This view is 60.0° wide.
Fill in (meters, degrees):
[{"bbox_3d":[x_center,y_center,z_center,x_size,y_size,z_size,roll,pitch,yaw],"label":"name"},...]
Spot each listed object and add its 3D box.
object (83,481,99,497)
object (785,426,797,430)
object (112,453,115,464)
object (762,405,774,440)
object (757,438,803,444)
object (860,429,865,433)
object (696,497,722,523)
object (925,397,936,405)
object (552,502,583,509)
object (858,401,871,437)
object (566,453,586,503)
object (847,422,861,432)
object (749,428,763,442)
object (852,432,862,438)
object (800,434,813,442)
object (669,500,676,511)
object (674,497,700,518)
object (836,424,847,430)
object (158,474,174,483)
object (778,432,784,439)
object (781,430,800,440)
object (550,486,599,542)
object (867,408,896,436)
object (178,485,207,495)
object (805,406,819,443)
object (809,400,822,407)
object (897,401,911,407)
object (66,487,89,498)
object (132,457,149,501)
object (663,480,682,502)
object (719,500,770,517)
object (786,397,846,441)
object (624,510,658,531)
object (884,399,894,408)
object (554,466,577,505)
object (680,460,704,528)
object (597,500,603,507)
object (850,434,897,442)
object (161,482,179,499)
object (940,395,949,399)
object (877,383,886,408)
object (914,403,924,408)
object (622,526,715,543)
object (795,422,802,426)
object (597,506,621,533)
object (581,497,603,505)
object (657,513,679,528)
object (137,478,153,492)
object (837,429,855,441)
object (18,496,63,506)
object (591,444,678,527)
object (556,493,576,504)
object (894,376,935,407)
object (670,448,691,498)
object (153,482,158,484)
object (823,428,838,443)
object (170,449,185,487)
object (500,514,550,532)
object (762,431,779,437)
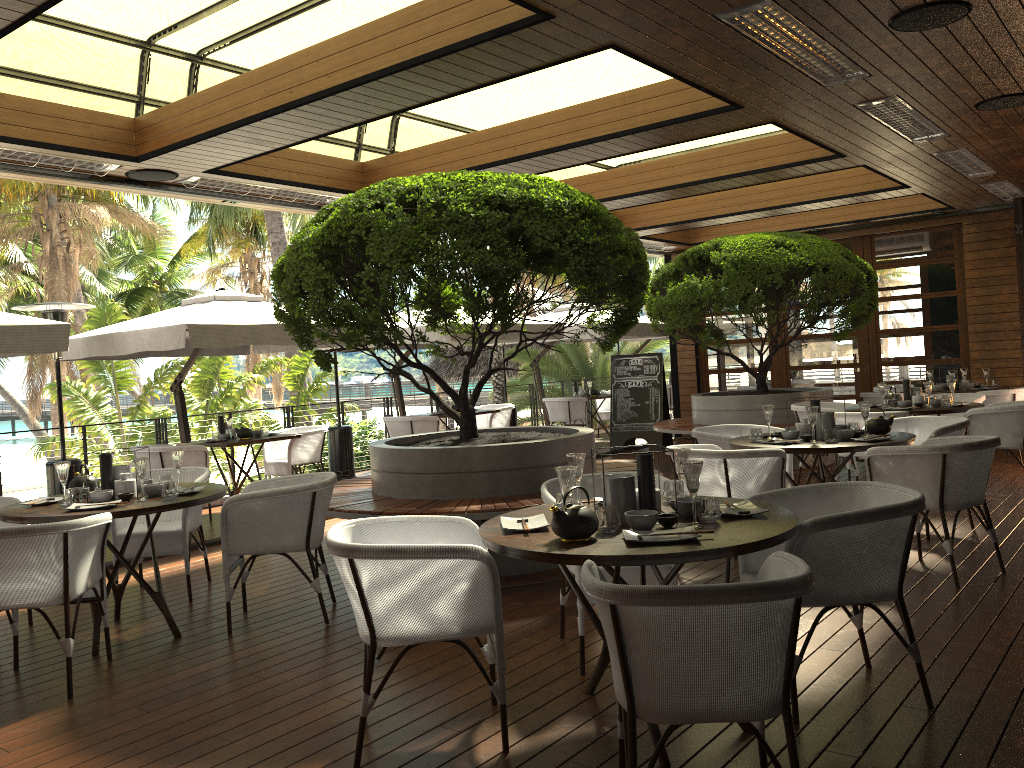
[{"bbox_3d":[-2.387,0.596,5.019,0.086,0.086,0.086,-4,1,-42],"label":"object"},{"bbox_3d":[1.913,0.325,6.012,0.116,0.065,0.116,-4,1,-8],"label":"object"},{"bbox_3d":[-2.347,0.517,5.156,0.082,0.227,0.082,-4,0,-17],"label":"object"},{"bbox_3d":[1.711,0.255,5.910,0.082,0.227,0.082,-4,0,-34],"label":"object"},{"bbox_3d":[1.718,0.366,5.623,0.170,0.025,0.294,-4,2,-30],"label":"object"},{"bbox_3d":[2.313,0.319,6.084,0.170,0.025,0.294,-4,2,-30],"label":"object"},{"bbox_3d":[0.705,0.452,3.179,0.086,0.086,0.086,-3,1,1],"label":"object"},{"bbox_3d":[3.868,0.156,8.216,0.116,0.065,0.116,-4,1,-28],"label":"object"},{"bbox_3d":[0.212,0.489,3.353,0.116,0.065,0.116,-3,1,17],"label":"object"},{"bbox_3d":[2.270,0.226,5.693,0.082,0.227,0.082,-4,0,-34],"label":"object"},{"bbox_3d":[0.265,0.396,3.579,0.082,0.227,0.082,-4,0,-9],"label":"object"},{"bbox_3d":[2.247,0.298,5.835,0.086,0.086,0.086,-3,1,15],"label":"object"},{"bbox_3d":[1.603,0.337,5.827,0.086,0.086,0.086,-3,1,15],"label":"object"},{"bbox_3d":[2.189,0.328,5.657,0.080,0.042,0.080,-4,1,-14],"label":"object"},{"bbox_3d":[1.881,0.346,5.657,0.080,0.042,0.080,-3,1,-1],"label":"object"},{"bbox_3d":[0.646,0.472,3.420,0.080,0.042,0.080,-4,1,-5],"label":"object"},{"bbox_3d":[0.664,0.462,3.301,0.116,0.065,0.116,-3,1,17],"label":"object"},{"bbox_3d":[2.207,0.309,5.942,0.116,0.065,0.116,-4,1,-31],"label":"object"},{"bbox_3d":[-2.014,0.570,5.162,0.086,0.086,0.086,-3,1,39],"label":"object"},{"bbox_3d":[1.822,0.344,5.935,0.080,0.042,0.080,-4,1,-36],"label":"object"},{"bbox_3d":[1.812,0.337,5.764,0.116,0.065,0.116,-4,1,-31],"label":"object"},{"bbox_3d":[0.210,0.439,3.022,0.168,0.179,0.163,-3,1,0],"label":"object"},{"bbox_3d":[2.382,0.245,5.772,0.163,0.179,0.168,-4,1,-32],"label":"object"},{"bbox_3d":[-1.817,0.594,4.950,0.170,0.025,0.295,-3,1,-1],"label":"object"},{"bbox_3d":[1.876,0.254,5.530,0.082,0.227,0.082,-4,0,-41],"label":"object"},{"bbox_3d":[2.094,0.228,6.096,0.082,0.227,0.082,-4,0,-41],"label":"object"},{"bbox_3d":[3.511,0.184,7.933,0.116,0.065,0.116,-4,1,-28],"label":"object"},{"bbox_3d":[-2.401,0.610,4.905,0.116,0.065,0.116,-4,1,-3],"label":"object"},{"bbox_3d":[-1.961,0.504,4.697,0.082,0.227,0.082,-4,0,-17],"label":"object"},{"bbox_3d":[0.666,0.443,3.661,0.086,0.086,0.086,-4,1,-43],"label":"object"},{"bbox_3d":[0.843,0.471,3.352,0.170,0.025,0.295,-4,1,-4],"label":"object"},{"bbox_3d":[1.999,0.225,5.827,0.263,0.264,0.263,-4,1,-35],"label":"object"},{"bbox_3d":[0.451,0.480,3.086,0.116,0.065,0.116,-3,1,5],"label":"object"},{"bbox_3d":[3.396,0.179,7.990,0.086,0.086,0.086,-3,1,1],"label":"object"},{"bbox_3d":[0.199,0.410,3.157,0.082,0.227,0.082,-4,0,-14],"label":"object"},{"bbox_3d":[0.634,0.385,3.097,0.082,0.227,0.082,-4,0,-9],"label":"object"},{"bbox_3d":[0.379,0.486,3.514,0.080,0.042,0.080,-3,1,30],"label":"object"},{"bbox_3d":[2.259,0.336,5.499,0.295,0.025,0.170,-4,2,-35],"label":"object"},{"bbox_3d":[-1.818,0.569,4.717,0.086,0.086,0.086,-4,1,-42],"label":"object"},{"bbox_3d":[3.960,0.142,8.120,0.086,0.086,0.086,-3,1,1],"label":"object"},{"bbox_3d":[3.381,0.104,8.094,0.082,0.227,0.082,-4,0,-43],"label":"object"},{"bbox_3d":[3.609,0.192,7.862,0.080,0.042,0.080,-3,1,3],"label":"object"},{"bbox_3d":[0.519,0.500,2.923,0.294,0.025,0.170,-3,1,1],"label":"object"},{"bbox_3d":[1.994,0.307,6.111,0.086,0.086,0.086,-3,1,10],"label":"object"},{"bbox_3d":[0.338,0.476,3.107,0.086,0.086,0.086,-4,1,-43],"label":"object"},{"bbox_3d":[0.436,0.488,3.671,0.294,0.025,0.170,-3,1,1],"label":"object"},{"bbox_3d":[0.549,0.485,3.130,0.080,0.042,0.080,-3,1,30],"label":"object"},{"bbox_3d":[-2.147,0.589,5.157,0.116,0.065,0.116,-3,1,20],"label":"object"},{"bbox_3d":[2.104,0.323,5.599,0.116,0.065,0.116,-4,1,-8],"label":"object"},{"bbox_3d":[-2.560,0.642,4.832,0.170,0.025,0.295,-3,1,-1],"label":"object"},{"bbox_3d":[0.453,0.376,3.318,0.263,0.264,0.263,-3,1,-4],"label":"object"},{"bbox_3d":[0.213,0.474,3.486,0.086,0.086,0.086,-3,1,1],"label":"object"},{"bbox_3d":[3.664,0.073,8.066,0.263,0.264,0.263,-3,1,41],"label":"object"},{"bbox_3d":[0.675,0.373,3.522,0.082,0.227,0.082,-4,0,-14],"label":"object"},{"bbox_3d":[-2.233,0.611,5.319,0.295,0.025,0.170,-4,1,-6],"label":"object"},{"bbox_3d":[1.988,0.320,5.531,0.086,0.086,0.086,-3,1,10],"label":"object"},{"bbox_3d":[-1.923,0.493,5.110,0.082,0.227,0.082,-3,0,0],"label":"object"},{"bbox_3d":[0.048,0.520,3.273,0.170,0.025,0.295,-4,1,-4],"label":"object"},{"bbox_3d":[1.778,0.350,6.138,0.295,0.025,0.170,-4,2,-35],"label":"object"}]
